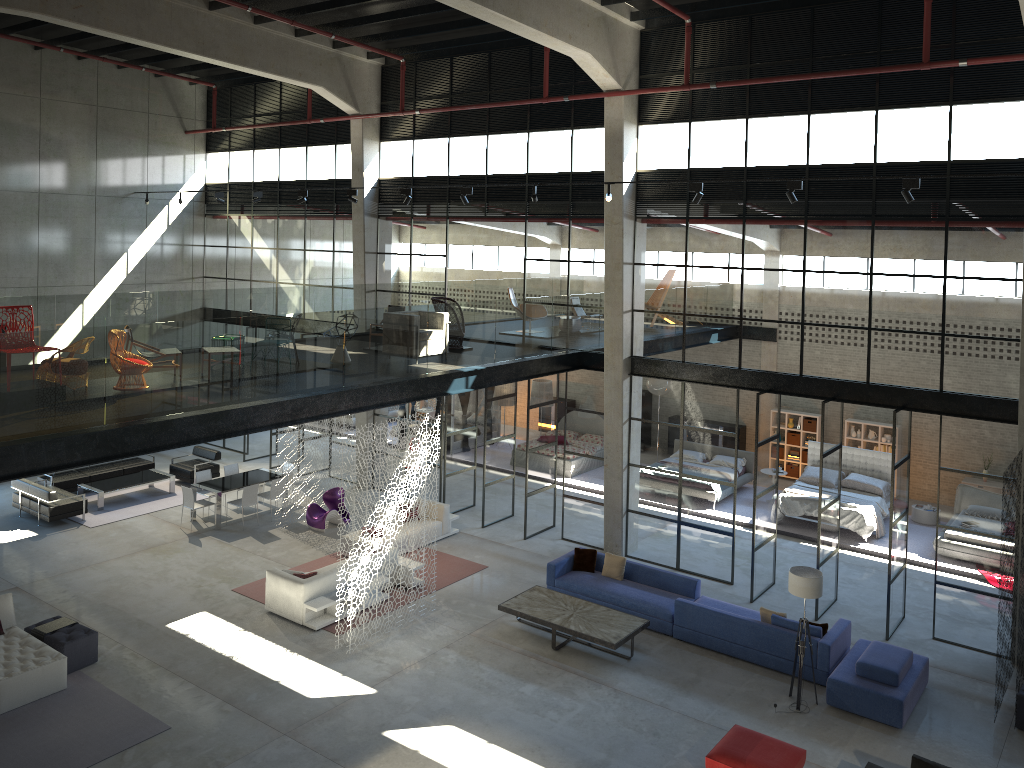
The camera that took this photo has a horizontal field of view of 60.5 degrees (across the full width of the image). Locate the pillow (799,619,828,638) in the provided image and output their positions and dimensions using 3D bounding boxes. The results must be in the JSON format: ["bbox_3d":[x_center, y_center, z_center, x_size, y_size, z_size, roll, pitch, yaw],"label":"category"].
[{"bbox_3d":[4.267,3.520,12.442,0.399,0.370,0.261,3,4,15],"label":"pillow"}]

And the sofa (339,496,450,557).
[{"bbox_3d":[-2.236,2.812,17.022,0.947,0.664,2.159,6,10,36],"label":"sofa"}]

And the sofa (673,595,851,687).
[{"bbox_3d":[3.691,3.593,13.037,2.349,0.718,1.059,8,9,36],"label":"sofa"}]

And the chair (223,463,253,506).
[{"bbox_3d":[-6.019,2.247,19.263,0.547,0.867,0.421,4,4,37],"label":"chair"}]

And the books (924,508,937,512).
[{"bbox_3d":[9.071,2.702,18.988,0.230,0.046,0.302,10,12,42],"label":"books"}]

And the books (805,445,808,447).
[{"bbox_3d":[7.605,1.549,22.281,0.258,0.071,0.215,8,11,36],"label":"books"}]

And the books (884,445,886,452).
[{"bbox_3d":[9.059,1.631,21.205,0.065,0.333,0.253,2,4,36],"label":"books"}]

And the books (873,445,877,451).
[{"bbox_3d":[8.808,1.635,21.308,0.089,0.275,0.187,3,4,36],"label":"books"}]

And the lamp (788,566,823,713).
[{"bbox_3d":[3.768,3.349,11.433,0.431,1.737,0.670,3,2,34],"label":"lamp"}]

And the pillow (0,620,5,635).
[{"bbox_3d":[-7.148,3.274,11.919,0.236,0.343,0.415,4,6,35],"label":"pillow"}]

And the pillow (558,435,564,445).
[{"bbox_3d":[1.084,1.460,23.105,0.878,0.211,0.637,4,9,15],"label":"pillow"}]

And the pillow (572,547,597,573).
[{"bbox_3d":[1.250,3.015,15.035,0.399,0.370,0.261,3,4,15],"label":"pillow"}]

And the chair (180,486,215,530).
[{"bbox_3d":[-6.380,2.476,17.820,0.422,0.867,0.547,3,4,36],"label":"chair"}]

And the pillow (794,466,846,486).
[{"bbox_3d":[6.926,2.105,19.661,1.032,0.371,0.668,8,10,40],"label":"pillow"}]

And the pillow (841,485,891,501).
[{"bbox_3d":[7.780,2.261,19.245,0.965,0.329,0.719,8,10,37],"label":"pillow"}]

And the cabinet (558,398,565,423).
[{"bbox_3d":[1.374,1.031,26.853,1.046,1.155,0.451,5,4,37],"label":"cabinet"}]

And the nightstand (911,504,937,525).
[{"bbox_3d":[8.999,2.846,19.080,0.582,0.297,0.483,6,9,33],"label":"nightstand"}]

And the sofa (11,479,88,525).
[{"bbox_3d":[-9.626,2.378,18.257,1.661,0.754,0.824,7,8,36],"label":"sofa"}]

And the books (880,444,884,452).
[{"bbox_3d":[8.980,1.624,21.242,0.069,0.333,0.253,3,4,36],"label":"books"}]

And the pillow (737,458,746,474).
[{"bbox_3d":[4.796,1.874,21.715,1.939,0.311,0.551,8,10,36],"label":"pillow"}]

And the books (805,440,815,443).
[{"bbox_3d":[7.607,1.470,22.279,0.257,0.047,0.214,8,11,36],"label":"books"}]

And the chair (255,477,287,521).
[{"bbox_3d":[-5.102,2.383,18.579,0.547,0.867,0.421,4,4,37],"label":"chair"}]

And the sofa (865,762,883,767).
[{"bbox_3d":[4.433,4.420,8.611,2.118,0.558,1.087,8,10,37],"label":"sofa"}]

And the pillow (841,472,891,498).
[{"bbox_3d":[7.733,2.174,19.185,0.985,0.290,0.695,8,11,38],"label":"pillow"}]

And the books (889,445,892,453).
[{"bbox_3d":[9.135,1.648,21.126,0.036,0.331,0.253,2,4,36],"label":"books"}]

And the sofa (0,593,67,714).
[{"bbox_3d":[-7.657,3.694,10.258,1.835,0.864,4.175,7,11,36],"label":"sofa"}]

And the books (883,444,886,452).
[{"bbox_3d":[9.017,1.628,21.214,0.059,0.333,0.253,2,4,36],"label":"books"}]

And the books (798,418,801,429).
[{"bbox_3d":[7.408,0.988,22.443,0.087,0.319,0.253,3,4,36],"label":"books"}]

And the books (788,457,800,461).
[{"bbox_3d":[7.270,1.916,22.544,0.310,0.055,0.231,8,11,36],"label":"books"}]

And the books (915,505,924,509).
[{"bbox_3d":[8.903,2.678,19.176,0.135,0.021,0.194,8,11,36],"label":"books"}]

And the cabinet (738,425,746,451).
[{"bbox_3d":[5.310,1.601,24.000,2.093,1.154,0.451,7,5,36],"label":"cabinet"}]

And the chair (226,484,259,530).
[{"bbox_3d":[-5.520,2.465,18.018,0.547,0.867,0.421,4,4,37],"label":"chair"}]

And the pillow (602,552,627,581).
[{"bbox_3d":[1.714,3.070,14.743,0.403,0.380,0.207,6,5,37],"label":"pillow"}]

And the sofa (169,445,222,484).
[{"bbox_3d":[-7.584,1.975,21.000,0.956,0.755,0.824,6,7,36],"label":"sofa"}]

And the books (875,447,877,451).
[{"bbox_3d":[8.841,1.644,21.290,0.061,0.264,0.187,3,4,37],"label":"books"}]

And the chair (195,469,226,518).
[{"bbox_3d":[-6.438,2.329,18.701,0.547,0.867,0.421,4,4,37],"label":"chair"}]

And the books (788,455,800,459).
[{"bbox_3d":[7.272,1.860,22.543,0.284,0.055,0.231,8,11,36],"label":"books"}]

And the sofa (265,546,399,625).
[{"bbox_3d":[-2.930,3.213,14.488,0.953,0.666,2.150,6,10,36],"label":"sofa"}]

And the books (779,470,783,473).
[{"bbox_3d":[6.152,2.006,20.295,0.229,0.042,0.304,3,9,10],"label":"books"}]

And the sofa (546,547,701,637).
[{"bbox_3d":[1.815,3.371,14.449,2.349,0.601,1.059,8,10,36],"label":"sofa"}]

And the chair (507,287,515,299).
[{"bbox_3d":[0.422,-1.748,20.723,0.976,1.023,0.798,-1,5,-25],"label":"chair"}]

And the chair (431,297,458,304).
[{"bbox_3d":[-1.274,-1.213,17.353,0.687,0.982,0.834,2,5,7],"label":"chair"}]

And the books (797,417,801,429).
[{"bbox_3d":[7.381,0.984,22.463,0.087,0.319,0.253,3,4,36],"label":"books"}]

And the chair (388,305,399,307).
[{"bbox_3d":[-2.381,-1.101,17.011,0.522,0.821,0.559,4,5,36],"label":"chair"}]

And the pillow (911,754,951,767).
[{"bbox_3d":[4.714,4.158,8.533,0.742,0.416,1.600,-2,9,-24],"label":"pillow"}]

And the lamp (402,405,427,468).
[{"bbox_3d":[-1.765,0.939,16.017,0.440,1.096,0.442,-1,3,-45],"label":"lamp"}]

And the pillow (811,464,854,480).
[{"bbox_3d":[7.185,2.079,19.849,1.059,0.321,0.491,8,9,36],"label":"pillow"}]

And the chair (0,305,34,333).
[{"bbox_3d":[-6.161,-0.474,11.069,0.664,0.977,0.648,4,5,36],"label":"chair"}]

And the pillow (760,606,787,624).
[{"bbox_3d":[3.804,3.455,12.735,0.403,0.380,0.207,6,5,37],"label":"pillow"}]

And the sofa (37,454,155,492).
[{"bbox_3d":[-9.615,2.027,20.380,0.825,0.753,2.467,6,9,36],"label":"sofa"}]

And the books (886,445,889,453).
[{"bbox_3d":[9.075,1.632,21.171,0.056,0.340,0.253,2,4,36],"label":"books"}]

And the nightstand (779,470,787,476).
[{"bbox_3d":[6.041,2.375,20.283,0.601,0.697,0.606,2,5,8],"label":"nightstand"}]

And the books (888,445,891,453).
[{"bbox_3d":[9.111,1.648,21.144,0.020,0.318,0.253,2,4,36],"label":"books"}]
